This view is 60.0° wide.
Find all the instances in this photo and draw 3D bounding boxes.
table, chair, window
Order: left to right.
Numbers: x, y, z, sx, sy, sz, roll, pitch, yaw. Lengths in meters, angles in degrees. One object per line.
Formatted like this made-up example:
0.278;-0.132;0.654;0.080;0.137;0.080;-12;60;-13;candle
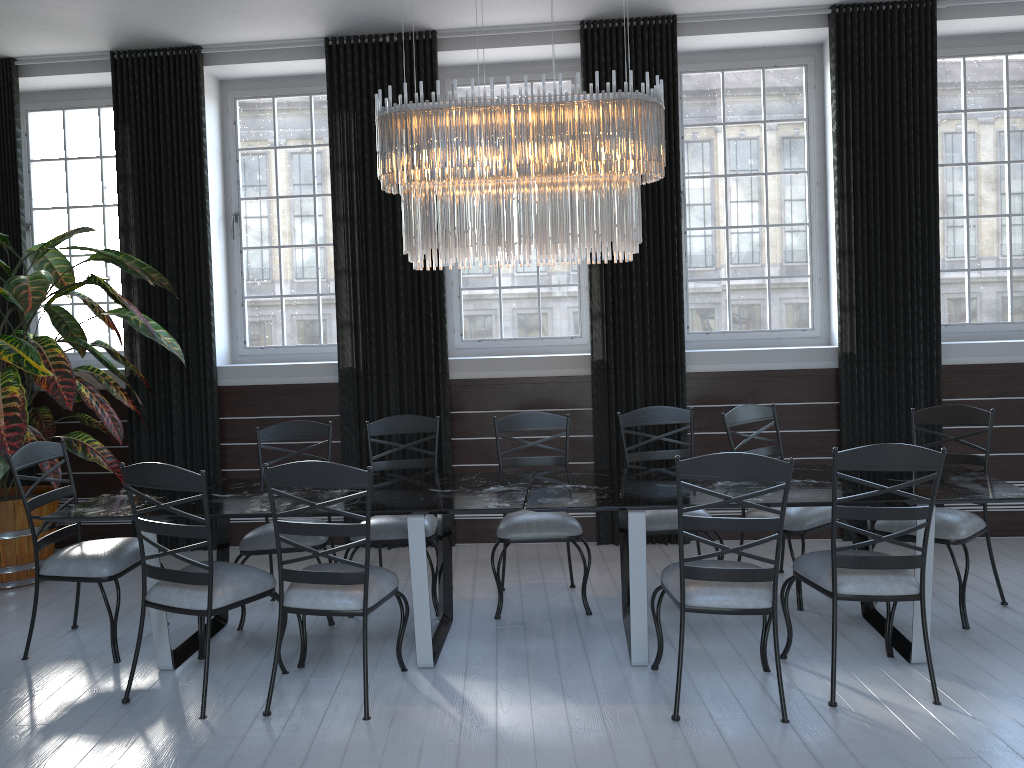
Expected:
-3.029;-1.101;6.310;1.033;1.988;0.133;-2;2;5;window
-1.959;0.743;4.118;0.503;0.963;0.497;-2;2;6;chair
-1.248;0.756;3.562;0.496;0.963;0.504;-1;2;23;chair
-1.111;0.690;4.482;0.496;0.963;0.504;-2;2;1;chair
-1.498;-1.145;6.173;1.033;1.988;0.133;-2;2;5;window
-0.908;0.837;4.018;1.996;0.696;0.892;-2;3;4;table
-0.702;0.743;3.472;0.496;0.963;0.504;-2;2;7;chair
-0.575;0.665;4.586;0.496;0.963;0.504;-2;2;7;chair
0.032;-1.188;6.036;1.033;1.988;0.133;-2;2;5;window
0.128;0.639;4.525;0.490;0.954;0.504;-2;2;-2;chair
0.813;0.616;4.599;0.496;0.963;0.504;-2;2;3;chair
0.777;0.701;3.329;0.496;0.963;0.504;-2;2;4;chair
1.564;-1.232;5.902;1.033;1.988;0.133;-2;2;5;window
1.088;0.778;3.884;1.996;0.696;0.892;-2;3;4;table
1.427;0.597;4.571;0.497;0.963;0.503;-3;2;-34;chair
1.337;0.677;3.414;0.496;0.963;0.504;-2;2;-1;chair
2.033;0.598;4.233;0.504;0.963;0.496;-3;2;-38;chair
3.101;-1.275;5.765;1.033;1.988;0.133;-2;2;5;window

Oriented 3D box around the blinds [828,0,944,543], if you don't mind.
2.315;-0.668;5.452;0.623;3.310;0.088;-2;2;5;blinds

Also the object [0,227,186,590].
-2.906;0.054;5.162;1.807;2.240;1.744;0;3;32;object

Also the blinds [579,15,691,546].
0.779;-0.624;5.576;0.605;3.309;0.111;-2;2;5;blinds

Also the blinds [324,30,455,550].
-0.790;-0.579;5.715;0.739;3.309;0.111;-2;2;5;blinds

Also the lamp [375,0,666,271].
0.024;-1.335;3.891;1.272;1.624;0.441;-2;2;5;lamp

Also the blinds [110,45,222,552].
-2.278;-0.537;5.851;0.623;3.310;0.099;-2;2;6;blinds

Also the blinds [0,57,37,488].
-3.472;-0.504;5.973;0.455;3.310;0.103;-2;2;5;blinds
